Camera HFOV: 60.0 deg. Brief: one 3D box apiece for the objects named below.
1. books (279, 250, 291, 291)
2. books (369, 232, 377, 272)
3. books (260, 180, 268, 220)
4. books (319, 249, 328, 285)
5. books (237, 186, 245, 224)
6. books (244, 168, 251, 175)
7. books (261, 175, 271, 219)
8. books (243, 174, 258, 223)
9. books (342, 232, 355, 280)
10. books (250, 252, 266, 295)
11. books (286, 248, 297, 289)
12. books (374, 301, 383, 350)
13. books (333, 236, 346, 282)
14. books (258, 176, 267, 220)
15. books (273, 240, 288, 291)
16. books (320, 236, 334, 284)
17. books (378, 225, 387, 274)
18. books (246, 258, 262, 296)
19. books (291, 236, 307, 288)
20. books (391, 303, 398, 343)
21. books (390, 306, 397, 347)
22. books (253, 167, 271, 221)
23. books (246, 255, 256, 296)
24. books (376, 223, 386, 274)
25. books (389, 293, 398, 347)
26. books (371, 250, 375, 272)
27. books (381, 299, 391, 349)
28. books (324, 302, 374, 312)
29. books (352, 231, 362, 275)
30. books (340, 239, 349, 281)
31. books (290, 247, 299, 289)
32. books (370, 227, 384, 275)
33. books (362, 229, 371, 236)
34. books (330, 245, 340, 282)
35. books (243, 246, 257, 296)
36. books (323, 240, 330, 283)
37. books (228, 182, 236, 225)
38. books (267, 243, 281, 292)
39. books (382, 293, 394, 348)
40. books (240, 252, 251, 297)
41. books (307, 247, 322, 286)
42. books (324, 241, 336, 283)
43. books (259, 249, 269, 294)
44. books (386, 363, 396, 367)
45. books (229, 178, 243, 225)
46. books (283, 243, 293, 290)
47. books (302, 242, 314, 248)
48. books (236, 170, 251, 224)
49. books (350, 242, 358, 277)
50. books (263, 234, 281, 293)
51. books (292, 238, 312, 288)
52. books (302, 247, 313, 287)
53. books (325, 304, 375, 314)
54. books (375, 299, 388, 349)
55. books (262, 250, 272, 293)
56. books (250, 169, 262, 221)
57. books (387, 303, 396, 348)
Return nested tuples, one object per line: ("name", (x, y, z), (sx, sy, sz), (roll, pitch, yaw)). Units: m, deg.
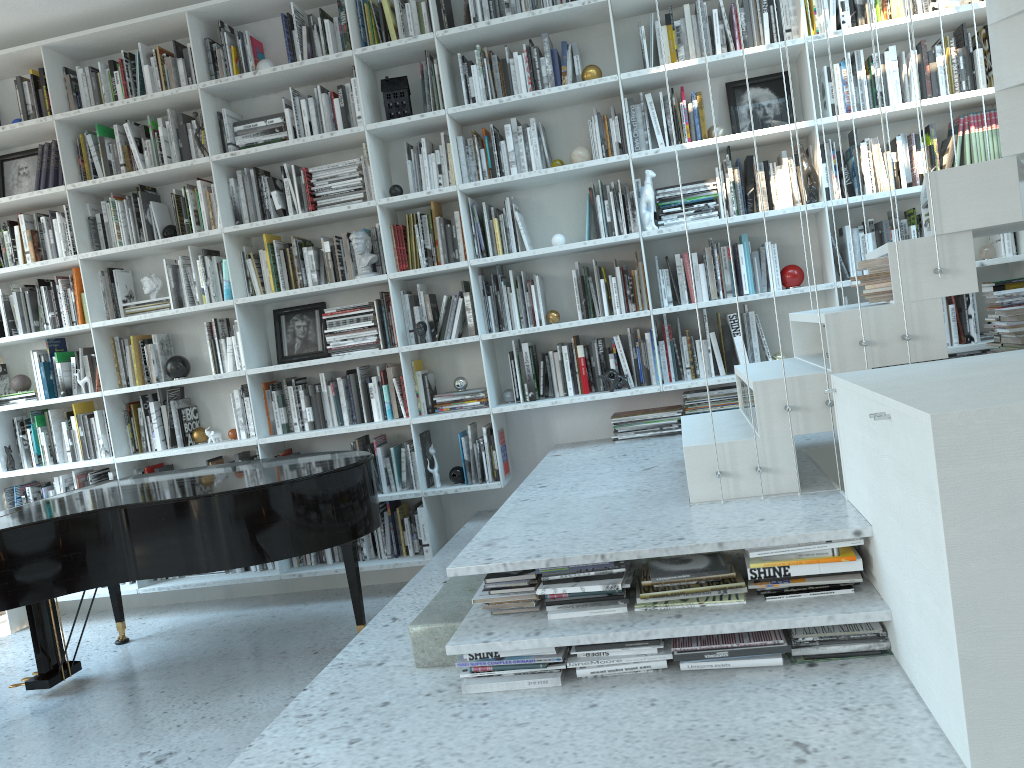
("books", (-1.184, -0.598, 4.738), (0.024, 0.228, 0.147), (-8, 4, 11))
("books", (-0.704, -0.671, 4.652), (0.021, 0.242, 0.103), (-8, 4, 11))
("books", (-1.278, -0.958, 4.710), (0.014, 0.233, 0.147), (-8, 4, 11))
("books", (-0.979, -0.611, 4.698), (0.050, 0.199, 0.145), (-8, 4, 11))
("books", (-1.407, -0.938, 4.748), (0.027, 0.228, 0.147), (-8, 4, 11))
("books", (-1.368, -0.987, 4.737), (0.014, 0.313, 0.133), (-8, 4, 11))
("books", (-1.266, -0.968, 4.703), (0.014, 0.250, 0.172), (-8, 4, 11))
("books", (-1.350, -0.964, 4.710), (0.025, 0.266, 0.185), (-8, 4, 11))
("books", (-0.835, -0.660, 4.652), (0.025, 0.259, 0.150), (-8, 4, 11))
("books", (-1.330, -0.584, 4.757), (0.042, 0.242, 0.162), (-8, 4, 11))
("books", (-1.142, -0.602, 4.715), (0.012, 0.228, 0.169), (-8, 4, 11))
("books", (-0.674, -0.309, 4.659), (0.012, 0.254, 0.160), (-8, 4, 11))
("books", (-0.879, -0.646, 4.643), (0.012, 0.245, 0.185), (-8, 4, 11))
("books", (-1.291, -0.966, 4.711), (0.011, 0.252, 0.152), (-8, 4, 11))
("books", (-1.209, -0.620, 4.717), (0.010, 0.281, 0.170), (-8, 4, 11))
("books", (-0.954, -0.644, 4.681), (0.014, 0.259, 0.161), (-8, 4, 11))
("books", (-0.645, -0.690, 4.615), (0.014, 0.266, 0.153), (-8, 4, 11))
("books", (-1.348, -0.564, 4.750), (0.053, 0.209, 0.156), (-8, 4, 11))
("books", (-1.109, -0.635, 4.706), (0.013, 0.284, 0.176), (-8, 4, 11))
("books", (-0.565, -0.311, 4.623), (0.034, 0.229, 0.199), (-8, 4, 11))
("books", (-0.596, -0.302, 4.658), (0.021, 0.217, 0.132), (-8, 4, 11))
("books", (-1.306, -0.988, 4.709), (0.011, 0.300, 0.179), (-8, 4, 11))
("books", (-1.377, -0.575, 4.779), (0.011, 0.235, 0.141), (-8, 4, 11))
("books", (-0.661, -0.695, 4.635), (0.025, 0.279, 0.108), (-8, 4, 11))
("books", (-0.588, -0.334, 4.636), (0.011, 0.280, 0.185), (-8, 4, 11))
("books", (-0.720, -0.650, 4.643), (0.012, 0.206, 0.145), (-8, 4, 11))
("books", (-0.639, -0.316, 4.660), (0.013, 0.256, 0.162), (-8, 4, 11))
("books", (-0.843, -0.408, 4.681), (0.254, 0.012, 0.160), (-8, 3, 15))
("books", (-0.788, -0.667, 4.653), (0.024, 0.259, 0.126), (-8, 4, 11))
("books", (-0.853, -0.644, 4.676), (0.025, 0.230, 0.142), (-8, 4, 11))
("books", (-1.123, -0.610, 4.719), (0.025, 0.236, 0.136), (-8, 4, 11))
("books", (-0.686, -0.681, 4.630), (0.025, 0.260, 0.130), (-8, 4, 11))
("books", (-0.736, -0.677, 4.649), (0.014, 0.263, 0.134), (-8, 4, 11))
("books", (-0.894, -0.622, 4.659), (0.029, 0.200, 0.178), (-8, 4, 11))
("books", (-1.390, -0.597, 4.781), (0.010, 0.282, 0.140), (-8, 4, 11))
("books", (-0.941, -0.633, 4.675), (0.010, 0.234, 0.174), (-8, 4, 11))
("books", (-1.454, -0.945, 4.751), (0.012, 0.254, 0.160), (-8, 4, 11))
("books", (-1.232, -0.608, 4.707), (0.015, 0.267, 0.189), (-8, 4, 11))
("books", (-0.630, -0.333, 4.656), (0.011, 0.288, 0.151), (-8, 4, 11))
("books", (-1.401, -0.581, 4.775), (0.012, 0.254, 0.160), (-8, 4, 11))
("books", (-1.021, -0.612, 4.693), (0.030, 0.215, 0.168), (-8, 4, 11))
("books", (-0.924, -0.630, 4.661), (0.029, 0.224, 0.185), (-8, 4, 11))
("books", (-1.296, -0.592, 4.759), (0.026, 0.248, 0.139), (-8, 4, 11))
("books", (-0.618, 0.036, 4.700), (0.010, 0.284, 0.131), (-8, 4, 11))
("books", (-1.439, -0.953, 4.736), (0.026, 0.267, 0.170), (-8, 4, 11))
("books", (-1.160, -0.617, 4.738), (0.028, 0.259, 0.134), (-8, 4, 11))
("books", (-1.066, -0.626, 4.713), (0.011, 0.252, 0.130), (-8, 4, 11))
("books", (-1.390, -0.975, 4.723), (0.026, 0.297, 0.179), (-8, 4, 11))
("books", (-0.805, -0.639, 4.665), (0.022, 0.207, 0.114), (-8, 4, 11))
("books", (-1.250, -0.632, 4.709), (0.014, 0.318, 0.187), (-8, 4, 11))
("books", (-1.091, -0.629, 4.689), (0.028, 0.268, 0.189), (-8, 4, 11))
("books", (-1.048, -0.610, 4.698), (0.024, 0.216, 0.175), (-8, 4, 11))
("books", (-0.841, -0.396, 4.684), (0.254, 0.012, 0.160), (-8, 3, 8))
("books", (-0.663, -0.314, 4.654), (0.011, 0.261, 0.184), (-8, 4, 11))
("books", (-1.269, -0.592, 4.748), (0.029, 0.240, 0.155), (-8, 4, 11))
("books", (-1.323, -0.983, 4.721), (0.029, 0.295, 0.151), (-8, 4, 11))
("books", (-0.613, -0.308, 4.662), (0.013, 0.233, 0.134), (-8, 4, 11))
